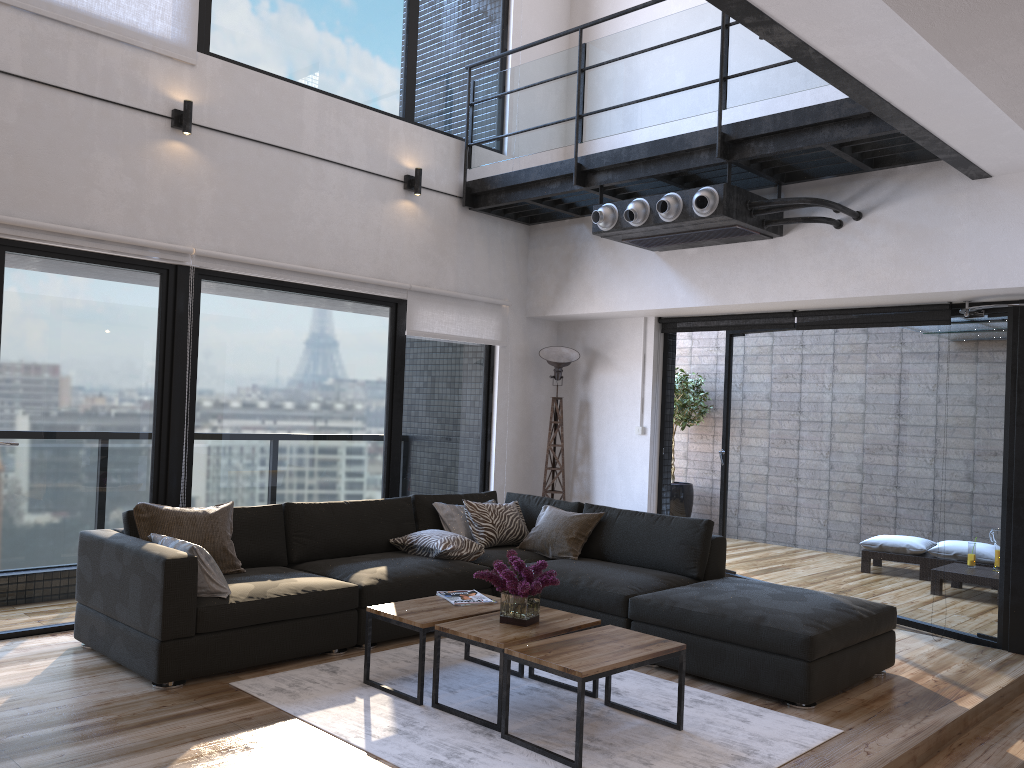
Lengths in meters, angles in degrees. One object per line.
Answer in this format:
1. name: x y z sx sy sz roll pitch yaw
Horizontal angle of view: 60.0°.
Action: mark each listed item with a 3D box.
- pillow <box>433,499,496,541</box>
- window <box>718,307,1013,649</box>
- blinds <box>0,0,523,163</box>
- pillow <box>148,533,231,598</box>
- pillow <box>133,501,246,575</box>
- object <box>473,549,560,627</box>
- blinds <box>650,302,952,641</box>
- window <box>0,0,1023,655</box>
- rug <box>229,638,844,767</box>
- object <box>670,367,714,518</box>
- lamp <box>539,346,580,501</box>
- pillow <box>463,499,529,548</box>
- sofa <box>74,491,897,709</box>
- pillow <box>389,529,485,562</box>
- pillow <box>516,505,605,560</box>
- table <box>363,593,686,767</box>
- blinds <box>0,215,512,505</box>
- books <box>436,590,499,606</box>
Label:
1. pillow: -0.250 0.943 5.986 0.234 0.294 0.612 1 -2 45
2. window: 2.331 0.558 6.282 0.100 2.050 2.448 3 -1 -29
3. blinds: -2.774 -2.708 2.788 1.995 2.975 10.209 2 -2 23
4. pillow: -1.531 0.862 4.220 0.498 0.265 0.212 1 -2 45
5. pillow: -1.666 0.801 4.564 0.265 0.382 0.609 1 -2 44
6. object: 0.044 0.874 3.894 0.342 0.343 0.375 4 -2 -45
7. blinds: 3.012 0.562 5.998 3.861 2.051 1.829 2 -1 -2
8. window: -0.767 -1.220 3.856 5.662 5.566 13.404 1 -2 44
9. rug: 0.055 1.395 3.836 2.113 0.003 1.637 1 -2 44
10. object: 1.840 0.728 10.024 0.812 1.862 0.800 2 -1 -3
11. lamp: 0.154 0.581 6.711 0.425 1.827 1.469 2 -1 29
12. pillow: -0.092 0.924 5.924 0.532 0.314 0.250 4 -2 -42
13. sofa: -0.100 1.063 4.578 2.998 0.700 3.045 1 -2 44
14. pillow: -0.470 1.002 5.498 0.531 0.177 0.356 1 -2 42
15. pillow: 0.301 0.965 5.747 0.547 0.309 0.273 1 -2 44
16. table: 0.032 1.219 3.861 1.298 0.350 0.697 1 -2 44
17. blinds: -1.863 0.230 5.141 0.095 2.043 5.371 1 -2 44
18. books: -0.222 1.041 4.322 0.229 0.013 0.295 3 -2 -25
